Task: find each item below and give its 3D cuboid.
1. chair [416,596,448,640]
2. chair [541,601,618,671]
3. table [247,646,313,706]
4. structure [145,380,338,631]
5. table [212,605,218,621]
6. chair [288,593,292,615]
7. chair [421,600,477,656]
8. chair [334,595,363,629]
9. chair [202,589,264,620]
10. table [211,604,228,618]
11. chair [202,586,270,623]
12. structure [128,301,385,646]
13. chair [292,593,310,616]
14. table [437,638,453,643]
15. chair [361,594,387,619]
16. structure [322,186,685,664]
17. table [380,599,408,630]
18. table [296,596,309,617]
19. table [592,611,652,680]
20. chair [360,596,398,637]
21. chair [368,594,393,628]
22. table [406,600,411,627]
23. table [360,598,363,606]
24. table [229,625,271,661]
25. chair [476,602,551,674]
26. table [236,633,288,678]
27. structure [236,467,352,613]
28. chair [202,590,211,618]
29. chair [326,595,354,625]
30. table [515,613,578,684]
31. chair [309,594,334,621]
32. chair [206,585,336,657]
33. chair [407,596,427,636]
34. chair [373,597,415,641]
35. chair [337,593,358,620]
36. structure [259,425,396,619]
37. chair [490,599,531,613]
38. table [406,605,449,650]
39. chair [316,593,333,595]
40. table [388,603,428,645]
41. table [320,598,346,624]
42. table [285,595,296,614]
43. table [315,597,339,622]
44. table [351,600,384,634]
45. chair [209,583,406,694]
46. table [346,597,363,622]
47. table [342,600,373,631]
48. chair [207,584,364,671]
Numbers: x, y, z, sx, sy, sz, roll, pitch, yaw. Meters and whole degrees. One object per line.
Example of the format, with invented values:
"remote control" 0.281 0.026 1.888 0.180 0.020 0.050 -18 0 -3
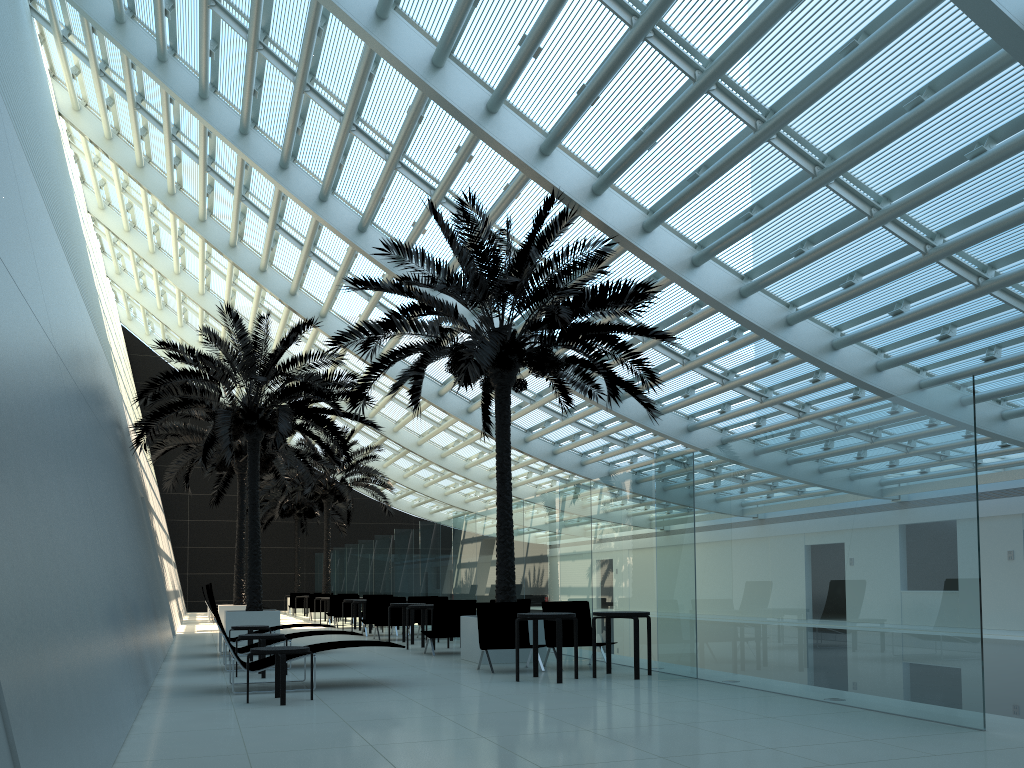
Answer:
"chair" -1.569 4.925 18.389 0.717 0.868 0.906 2 -8 -20
"chair" 0.886 3.325 11.560 0.717 0.868 0.906 2 -8 -20
"table" -2.239 2.805 8.411 0.556 0.506 0.564 -4 -9 23
"structure" -7.270 3.044 22.910 4.298 6.748 4.719 -2 -6 14
"table" -9.699 7.667 29.165 0.556 0.506 0.564 -4 -9 23
"chair" -8.774 8.993 35.721 0.717 0.868 0.906 2 -8 -20
"chair" -1.042 3.954 14.210 0.717 0.868 0.906 2 -8 -20
"chair" -4.372 6.114 23.430 0.717 0.868 0.906 2 -8 -20
"chair" -9.737 7.631 30.410 2.041 1.132 0.941 3 -8 -20
"table" -10.601 8.255 31.677 0.556 0.506 0.564 -4 -9 23
"chair" -8.861 7.060 27.974 2.041 1.132 0.941 3 -8 -20
"structure" -5.033 1.757 17.294 4.675 6.689 4.337 5 -8 -41
"chair" -8.210 8.615 34.108 0.717 0.868 0.906 2 -8 -20
"table" -1.100 4.696 17.174 0.682 0.764 0.692 -3 -8 18
"chair" -4.058 6.557 25.357 0.717 0.868 0.906 2 -8 -20
"structure" -0.114 0.620 12.950 4.822 6.873 4.535 0 -6 -1
"table" -3.021 5.948 22.518 0.682 0.764 0.692 -3 -8 18
"table" -7.772 8.381 32.870 0.682 0.764 0.692 -3 -8 18
"table" 1.316 3.122 10.454 0.684 0.764 0.691 -4 -8 27
"chair" -3.015 5.239 19.698 0.717 0.868 0.906 2 -8 -20
"chair" -3.494 6.180 23.745 0.717 0.868 0.906 2 -8 -20
"table" -2.531 5.622 21.127 0.683 0.764 0.692 -4 -8 23
"table" -4.452 6.874 26.471 0.683 0.764 0.692 -4 -8 23
"table" -3.990 3.947 13.284 0.556 0.506 0.564 -4 -9 23
"chair" 0.008 3.259 11.245 0.717 0.868 0.906 2 -8 -20
"table" -3.114 3.376 10.848 0.556 0.506 0.564 -4 -9 23
"structure" -9.384 6.676 38.803 4.488 6.871 4.875 5 -8 -41
"chair" -10.640 8.220 32.923 2.041 1.132 0.941 3 -8 -20
"chair" -4.936 6.491 25.042 0.717 0.868 0.906 2 -8 -20
"table" 0.403 3.053 10.126 0.684 0.764 0.691 -4 -8 27
"chair" -6.272 7.352 28.718 0.717 0.868 0.906 2 -8 -20
"chair" -4.029 3.911 14.530 2.041 1.132 0.941 3 -8 -20
"chair" -2.137 5.305 20.013 0.717 0.868 0.906 2 -8 -20
"chair" -2.446 4.859 18.074 0.717 0.868 0.906 2 -8 -20
"chair" -5.395 7.418 29.033 0.717 0.868 0.906 2 -8 -20
"structure" -6.636 4.867 31.080 4.837 6.872 4.522 3 -7 -26
"chair" -0.165 4.020 14.525 0.717 0.868 0.906 2 -8 -20
"table" -1.471 4.268 15.312 0.683 0.764 0.692 -4 -8 23
"chair" -7.332 8.681 34.423 0.717 0.868 0.906 2 -8 -20
"table" -2.013 4.628 16.847 0.682 0.764 0.692 -3 -8 18
"table" -5.364 6.806 26.144 0.683 0.764 0.692 -4 -8 23
"table" -9.203 9.307 36.822 0.684 0.764 0.691 -4 -8 27
"table" -5.843 7.124 27.502 0.682 0.764 0.692 -3 -8 18
"table" -3.443 5.554 20.799 0.683 0.764 0.692 -4 -8 23
"chair" -2.277 2.770 9.657 2.041 1.132 0.941 3 -8 -20
"table" -4.930 7.192 27.830 0.682 0.764 0.692 -3 -8 18
"table" -3.934 5.880 22.191 0.682 0.764 0.692 -3 -8 18
"chair" -3.153 3.340 12.094 2.041 1.132 0.941 3 -8 -20
